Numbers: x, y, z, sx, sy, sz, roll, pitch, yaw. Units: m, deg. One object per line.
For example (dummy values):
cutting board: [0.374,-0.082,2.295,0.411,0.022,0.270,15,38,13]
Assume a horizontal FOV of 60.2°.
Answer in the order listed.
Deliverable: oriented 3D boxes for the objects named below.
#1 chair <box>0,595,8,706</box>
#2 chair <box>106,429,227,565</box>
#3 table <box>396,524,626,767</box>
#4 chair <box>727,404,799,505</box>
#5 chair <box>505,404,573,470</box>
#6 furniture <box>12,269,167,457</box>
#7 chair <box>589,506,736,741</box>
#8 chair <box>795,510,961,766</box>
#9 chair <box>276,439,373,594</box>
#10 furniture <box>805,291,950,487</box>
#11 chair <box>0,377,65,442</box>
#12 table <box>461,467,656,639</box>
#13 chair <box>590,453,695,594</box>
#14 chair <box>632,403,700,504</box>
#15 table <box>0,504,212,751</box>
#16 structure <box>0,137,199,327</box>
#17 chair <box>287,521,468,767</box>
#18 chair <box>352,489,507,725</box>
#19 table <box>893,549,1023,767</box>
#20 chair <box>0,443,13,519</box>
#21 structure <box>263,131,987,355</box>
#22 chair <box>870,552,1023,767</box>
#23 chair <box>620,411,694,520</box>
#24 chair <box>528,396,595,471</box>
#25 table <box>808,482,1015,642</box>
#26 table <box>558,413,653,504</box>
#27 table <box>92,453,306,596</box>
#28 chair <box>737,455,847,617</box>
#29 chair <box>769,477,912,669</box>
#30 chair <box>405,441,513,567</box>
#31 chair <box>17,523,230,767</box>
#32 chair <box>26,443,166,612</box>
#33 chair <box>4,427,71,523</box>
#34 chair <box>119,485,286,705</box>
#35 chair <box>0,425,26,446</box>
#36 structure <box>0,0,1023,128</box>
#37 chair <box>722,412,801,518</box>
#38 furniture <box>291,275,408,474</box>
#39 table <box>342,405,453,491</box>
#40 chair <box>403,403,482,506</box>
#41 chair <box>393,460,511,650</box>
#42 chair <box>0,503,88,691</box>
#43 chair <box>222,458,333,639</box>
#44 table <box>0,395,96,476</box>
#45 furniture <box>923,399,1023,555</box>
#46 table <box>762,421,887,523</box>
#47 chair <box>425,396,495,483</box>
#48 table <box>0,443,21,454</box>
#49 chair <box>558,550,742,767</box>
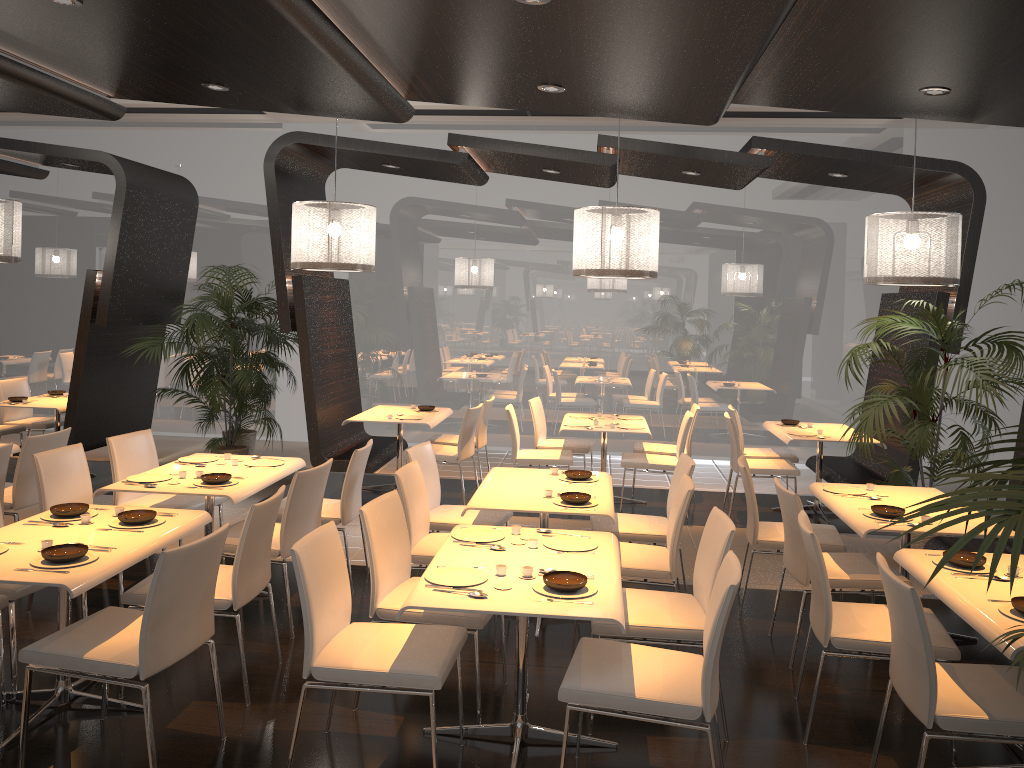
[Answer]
chair: [-2.476,0.949,3.573,0.605,0.868,0.485,2,2,3]
chair: [-2.227,0.764,5.662,0.605,0.868,0.485,2,2,13]
table: [0.041,1.093,3.603,0.800,0.724,1.151,2,4,6]
chair: [2.309,0.658,8.212,0.605,0.868,0.485,2,2,8]
chair: [0.232,0.644,7.756,0.605,0.873,0.485,2,2,3]
furniture: [-3.964,-0.243,8.491,0.757,1.673,1.405,2,3,6]
chair: [0.645,1.011,3.885,0.605,0.873,0.485,2,2,3]
chair: [1.533,1.042,3.794,0.605,0.868,0.485,2,2,13]
chair: [-1.207,0.802,5.569,0.605,0.868,0.485,2,2,3]
furniture: [3.160,0.023,7.783,0.757,1.673,1.405,2,3,6]
chair: [-4.814,0.392,8.919,0.605,0.868,0.485,2,2,8]
table: [0.306,0.965,5.081,1.053,0.724,1.151,2,4,6]
chair: [0.785,0.876,5.375,0.605,0.868,0.485,2,2,3]
chair: [1.440,0.629,8.289,0.605,0.873,0.485,2,2,8]
table: [-1.923,1.019,3.799,0.800,0.724,1.151,2,4,6]
structure: [-6.255,-1.527,8.706,5.933,1.726,1.405,2,3,6]
chair: [-0.512,1.025,3.377,0.605,0.873,0.485,2,2,8]
chair: [-0.359,0.973,3.983,0.605,0.873,0.485,2,2,13]
table: [2.054,1.169,3.393,0.800,0.724,1.151,2,4,6]
chair: [-3.286,0.786,5.102,0.605,0.868,0.485,2,2,13]
structure: [0.869,-1.261,7.999,5.933,1.726,1.405,2,3,6]
chair: [1.621,1.105,3.129,0.605,0.868,0.485,2,2,8]
chair: [1.252,0.678,7.669,0.605,0.868,0.485,2,2,8]
chair: [0.461,0.587,8.419,0.605,0.868,0.485,2,2,13]
table: [2.167,1.036,4.881,0.800,0.724,1.151,2,4,6]
table: [0.833,0.708,8.039,0.800,0.724,1.151,2,4,6]
table: [-1.812,0.886,5.287,0.800,0.724,1.151,2,4,6]
chair: [1.646,0.911,5.281,0.605,0.873,0.485,2,2,13]
chair: [1.685,0.973,4.613,0.605,0.873,0.485,2,2,3]
chair: [-0.340,0.833,5.494,0.605,0.868,0.485,2,2,13]
chair: [-1.458,0.994,3.399,0.605,0.868,0.485,2,2,13]
chair: [-2.365,0.816,5.060,0.605,0.868,0.485,2,2,8]
chair: [-3.254,0.729,5.729,0.605,0.868,0.485,2,2,8]
chair: [-1.395,0.935,4.088,0.605,0.873,0.485,2,2,3]
chair: [-5.002,0.444,8.300,0.605,0.868,0.485,2,2,8]
structure: [-1.807,-1.021,4.506,10.662,1.734,2.911,2,4,6]
chair: [2.122,0.712,7.593,0.605,0.873,0.485,2,2,8]
furniture: [-1.469,-0.149,8.243,0.757,1.673,1.405,2,3,6]
table: [-1.045,0.637,8.237,0.800,0.724,1.151,2,4,6]
chair: [-0.595,0.611,7.834,0.605,0.868,0.485,2,2,13]
chair: [-0.325,0.899,4.805,0.605,0.873,0.485,2,2,8]
chair: [-2.410,0.896,4.169,0.605,0.868,0.485,2,2,13]
chair: [-1.346,0.863,4.887,0.605,0.873,0.485,2,2,13]
table: [-4.399,0.513,8.552,0.800,0.724,1.151,2,4,6]
furniture: [2.836,0.356,4.058,0.757,1.671,2.911,2,4,6]
table: [2.724,0.779,7.844,0.800,0.724,1.151,2,4,6]
chair: [-0.489,0.559,8.462,0.605,0.873,0.485,2,2,8]
table: [-3.811,0.810,5.504,0.800,0.724,1.151,2,4,6]
chair: [0.506,1.069,3.204,0.605,0.873,0.485,2,2,13]
